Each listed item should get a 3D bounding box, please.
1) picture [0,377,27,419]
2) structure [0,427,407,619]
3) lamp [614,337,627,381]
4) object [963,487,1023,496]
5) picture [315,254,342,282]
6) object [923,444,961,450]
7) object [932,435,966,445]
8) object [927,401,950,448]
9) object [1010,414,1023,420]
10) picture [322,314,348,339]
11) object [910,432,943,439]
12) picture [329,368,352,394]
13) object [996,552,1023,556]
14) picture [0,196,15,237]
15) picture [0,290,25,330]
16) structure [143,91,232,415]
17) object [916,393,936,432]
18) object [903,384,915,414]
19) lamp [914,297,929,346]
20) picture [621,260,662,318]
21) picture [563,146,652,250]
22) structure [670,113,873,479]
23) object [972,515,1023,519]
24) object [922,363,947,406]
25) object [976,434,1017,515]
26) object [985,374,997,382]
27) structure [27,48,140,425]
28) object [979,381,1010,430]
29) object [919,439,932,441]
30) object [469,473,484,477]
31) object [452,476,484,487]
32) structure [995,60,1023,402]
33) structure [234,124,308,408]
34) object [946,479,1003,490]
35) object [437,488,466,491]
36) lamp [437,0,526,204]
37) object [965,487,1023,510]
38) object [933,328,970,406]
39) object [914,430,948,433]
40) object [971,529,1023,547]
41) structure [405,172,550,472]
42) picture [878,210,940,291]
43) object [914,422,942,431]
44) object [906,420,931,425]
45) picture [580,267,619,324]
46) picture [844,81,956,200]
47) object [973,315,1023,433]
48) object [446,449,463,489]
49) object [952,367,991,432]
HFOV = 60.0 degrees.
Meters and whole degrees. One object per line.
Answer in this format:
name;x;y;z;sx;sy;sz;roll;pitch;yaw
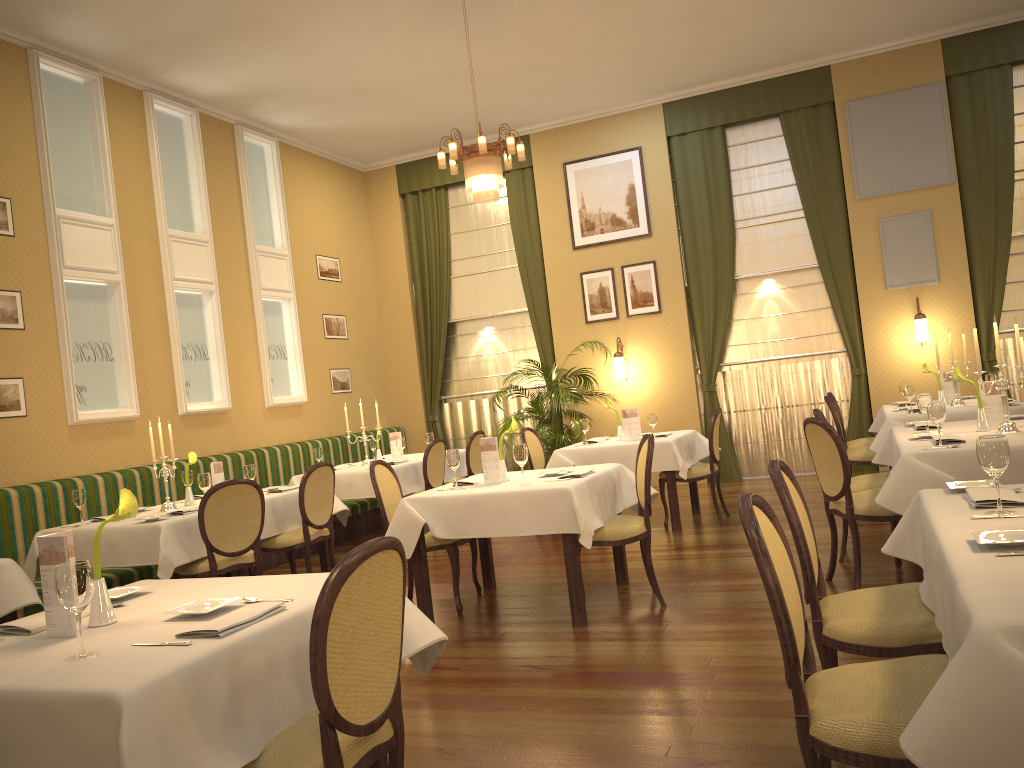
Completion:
picture;-3.684;0.102;6.460;0.008;0.294;0.313;-7;-1;21
structure;-3.793;1.260;4.746;0.850;1.031;14.516;-7;-1;21
lamp;1.255;-0.288;10.359;0.114;0.513;0.323;-7;-1;11
object;1.600;0.359;2.952;0.181;0.015;0.038;-7;-1;23
picture;-2.200;-1.386;10.657;0.008;0.294;0.504;-7;-1;21
object;2.132;0.314;4.407;0.181;0.015;0.038;-7;-1;23
object;2.296;0.292;4.669;0.142;0.033;0.273;-7;-1;21
object;2.157;0.205;4.488;0.088;0.229;0.088;-6;-1;-21
object;3.121;0.209;5.512;0.160;0.024;0.160;-7;-1;21
picture;-2.119;-0.686;10.649;0.008;0.294;0.504;-7;-1;21
object;2.328;0.295;4.981;0.160;0.024;0.160;-7;-1;21
picture;-2.049;-0.038;10.628;0.008;0.294;0.437;-7;-1;21
object;1.233;0.393;2.065;0.185;0.010;0.017;-7;-1;23
picture;-3.833;-1.246;6.493;0.008;0.294;0.401;-7;-1;21
picture;-3.752;-0.546;6.485;0.008;0.294;0.401;-7;-1;21
structure;-3.095;-1.204;8.392;0.200;2.985;0.661;-7;-1;21
object;2.519;0.173;5.399;0.088;0.229;0.088;-6;-1;-21
object;3.133;0.121;6.977;0.088;0.229;0.088;-6;-1;-21
lamp;4.206;-0.645;9.189;0.114;0.513;0.323;-7;-1;11
picture;1.513;-1.109;10.395;0.412;0.619;0.022;-7;-1;21
picture;1.120;-2.194;10.509;0.966;1.057;0.027;-7;-1;21
structure;2.896;-1.210;10.037;1.900;4.511;0.134;-7;-1;21
object;1.417;0.377;2.534;0.185;0.010;0.017;-7;-1;23
object;3.590;0.001;7.536;0.163;0.375;0.076;-7;-1;43
object;1.427;0.267;2.617;0.088;0.229;0.088;-6;-1;-21
object;3.876;0.037;7.155;0.088;0.229;0.088;-6;-1;-21
structure;-3.532;-1.167;7.279;0.200;2.985;0.687;-7;-1;21
object;2.770;0.118;5.040;0.166;0.277;0.081;-7;-1;-7
object;2.324;0.299;4.848;0.185;0.010;0.017;-7;-1;23
object;-0.175;0.594;5.715;0.160;0.024;0.160;-7;-1;21
object;-0.245;0.596;5.453;0.142;0.033;0.273;-7;-1;21
structure;5.591;-1.535;8.969;1.898;4.511;0.137;-7;-1;21
structure;-2.632;-1.244;9.573;0.200;2.985;0.670;-7;-1;21
object;1.595;0.357;3.064;0.160;0.024;0.160;-7;-1;21
object;-0.353;0.614;5.185;0.185;0.010;0.017;-7;-1;23
lamp;-0.288;-2.230;6.471;0.593;1.796;0.593;-7;-1;19
object;1.525;0.359;2.802;0.142;0.033;0.273;-7;-1;21
object;3.637;-0.144;7.312;0.390;0.655;0.131;-6;-1;-13
object;2.509;0.284;5.317;0.185;0.010;0.017;-7;-1;23
object;1.236;0.388;2.198;0.160;0.024;0.160;-7;-1;21
structure;-0.337;-0.820;11.324;1.942;4.511;0.123;-7;-1;21
picture;4.174;-1.402;9.336;0.512;0.769;0.027;-7;-1;21
object;2.616;0.266;5.585;0.142;0.033;0.273;-7;-1;21
object;2.687;0.263;5.847;0.160;0.024;0.160;-7;-1;21
picture;1.043;-1.052;10.581;0.412;0.619;0.022;-7;-1;21
picture;4.073;-2.550;9.337;0.966;1.057;0.027;-7;-1;21
object;2.661;-0.060;4.824;0.390;0.655;0.131;-6;-1;-34
object;-0.342;0.504;5.267;0.088;0.229;0.088;-6;-1;-26
object;2.614;0.085;5.048;0.163;0.375;0.076;-7;-1;43
